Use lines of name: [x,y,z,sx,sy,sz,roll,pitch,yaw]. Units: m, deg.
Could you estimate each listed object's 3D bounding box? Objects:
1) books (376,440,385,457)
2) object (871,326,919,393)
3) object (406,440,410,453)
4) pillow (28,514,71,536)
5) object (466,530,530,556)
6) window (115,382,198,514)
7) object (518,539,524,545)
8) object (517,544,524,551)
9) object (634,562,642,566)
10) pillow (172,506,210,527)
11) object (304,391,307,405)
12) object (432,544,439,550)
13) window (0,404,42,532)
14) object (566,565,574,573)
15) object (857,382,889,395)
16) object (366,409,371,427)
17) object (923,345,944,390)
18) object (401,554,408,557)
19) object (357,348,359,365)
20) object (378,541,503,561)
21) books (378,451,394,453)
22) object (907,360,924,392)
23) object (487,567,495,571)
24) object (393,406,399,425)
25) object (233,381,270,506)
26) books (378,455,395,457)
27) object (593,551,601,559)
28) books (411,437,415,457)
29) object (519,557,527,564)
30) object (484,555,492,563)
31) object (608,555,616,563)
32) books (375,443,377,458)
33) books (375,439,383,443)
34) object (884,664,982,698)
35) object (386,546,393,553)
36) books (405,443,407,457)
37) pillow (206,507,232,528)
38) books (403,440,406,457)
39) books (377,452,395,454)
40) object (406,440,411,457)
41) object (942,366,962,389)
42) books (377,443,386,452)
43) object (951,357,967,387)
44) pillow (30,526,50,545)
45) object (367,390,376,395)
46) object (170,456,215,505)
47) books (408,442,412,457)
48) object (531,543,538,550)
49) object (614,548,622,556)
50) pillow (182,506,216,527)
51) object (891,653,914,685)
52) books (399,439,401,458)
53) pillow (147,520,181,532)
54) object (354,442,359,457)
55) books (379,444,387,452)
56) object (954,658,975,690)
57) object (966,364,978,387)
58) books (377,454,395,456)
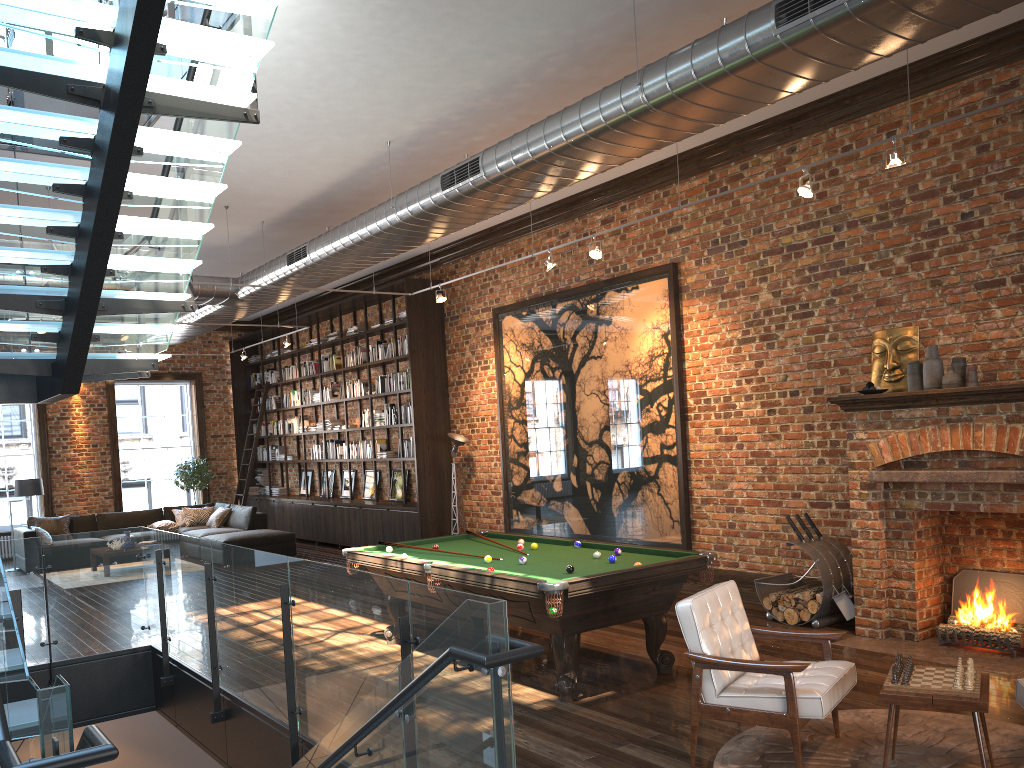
books: [-2.104,1.045,14.273,0.159,0.286,0.014,-4,2,-36]
object: [3.068,-0.182,7.149,0.124,0.536,0.409,-4,0,-36]
object: [-1.515,0.977,13.412,0.189,0.257,0.017,-3,1,-36]
pillow: [-7.604,2.376,14.582,0.699,0.440,0.305,-2,-1,-36]
object: [-0.147,1.369,7.696,0.028,0.072,1.609,-4,-3,-21]
window: [-7.137,1.322,17.743,1.516,2.757,0.155,-4,2,-36]
object: [0.078,1.361,7.629,0.057,0.057,0.057,-3,-1,9]
object: [0.067,1.343,7.293,0.057,0.057,0.057,-3,-1,19]
object: [0.845,1.223,5.943,0.057,0.057,0.057,-3,-1,-18]
pillow: [-5.716,2.392,15.912,0.702,0.338,0.270,-2,-1,-35]
object: [-3.772,0.253,16.192,0.087,0.255,0.075,-2,2,44]
object: [-0.655,1.400,7.589,0.057,0.057,0.057,-3,-1,12]
window: [-9.445,1.355,16.061,1.516,2.757,0.155,-4,2,-36]
object: [0.393,1.250,5.988,0.057,0.057,0.057,-3,-1,-31]
object: [2.809,0.034,6.904,0.237,0.105,0.237,-2,-3,-26]
object: [-2.296,0.546,14.188,0.069,0.289,0.117,-4,2,-43]
object: [3.209,-0.119,6.758,0.145,0.350,0.145,-3,1,0]
object: [-0.860,1.382,7.072,0.057,0.057,0.057,-3,-1,-38]
object: [-2.460,-0.438,14.556,0.155,0.289,0.007,-4,2,-36]
object: [-0.628,1.376,7.346,0.028,0.072,1.610,-4,-2,-44]
books: [-1.990,1.075,14.005,0.161,0.012,0.306,-1,-4,-28]
object: [3.131,-0.058,6.881,0.118,0.250,0.118,-3,1,12]
object: [-0.147,1.286,6.084,0.057,0.057,0.057,-3,-1,11]
object: [-1.771,0.476,13.475,0.069,0.289,0.117,-4,2,-43]
object: [-5.168,1.502,17.377,0.894,3.081,0.496,-4,2,-36]
books: [-1.981,1.136,14.010,0.161,0.012,0.304,-1,-4,-31]
object: [0.633,1.272,6.601,0.057,0.057,0.057,-3,-1,3]
books: [-1.428,0.940,13.294,0.172,0.308,0.049,-4,1,-36]
object: [0.082,1.298,6.522,0.057,0.057,0.057,-4,-1,24]
object: [-0.180,1.323,6.697,0.057,0.057,0.057,-3,-1,1]
object: [0.718,1.252,6.340,0.057,0.057,0.057,-3,-1,-31]
books: [-2.146,1.068,14.288,0.176,0.247,0.039,-3,1,-36]
books: [-2.142,1.042,14.323,0.149,0.301,0.013,-4,2,-36]
object: [1.957,1.375,4.118,0.389,0.029,0.387,-5,-4,29]
object: [-1.056,1.425,7.633,0.057,0.058,0.057,-3,-1,-35]
books: [-1.531,0.996,13.432,0.188,0.223,0.035,-3,1,-36]
pillow: [-5.139,2.346,15.532,0.313,0.356,0.630,-3,-2,-37]
books: [-1.582,0.982,13.514,0.171,0.267,0.037,-3,1,-36]
books: [-1.983,1.087,14.009,0.159,0.012,0.339,-1,-4,-33]
object: [-1.510,0.978,13.397,0.177,0.253,0.012,-3,1,-36]
object: [3.236,-0.044,6.526,0.136,0.169,0.136,-3,0,6]
books: [-2.089,1.071,14.255,0.141,0.229,0.032,-3,1,-36]
object: [3.344,-0.081,6.631,0.120,0.243,0.120,-3,1,-16]
pillow: [-7.512,2.423,14.169,0.243,0.305,0.575,-3,-2,-35]
object: [-2.234,0.115,14.261,0.236,0.137,0.096,-5,-1,38]
object: [-6.291,2.342,17.532,0.810,1.867,0.801,-4,1,-28]
books: [-1.485,0.988,13.386,0.157,0.230,0.036,-3,1,-36]
object: [0.183,1.337,7.306,0.057,0.057,0.057,-3,-1,-36]
object: [0.801,1.268,6.703,0.057,0.057,0.057,-3,-1,-14]
pillow: [-5.552,2.351,15.809,0.610,0.362,0.288,-2,-1,-32]
object: [1.841,1.323,4.179,0.076,0.101,0.334,-3,-3,29]
books: [-1.660,0.983,13.611,0.172,0.284,0.066,-3,1,-36]
pillow: [-6.052,2.478,15.407,0.408,0.204,0.612,-1,-3,-38]
object: [-2.574,1.108,14.887,0.166,0.283,0.015,-3,1,-36]
books: [-2.067,1.078,14.229,0.136,0.211,0.036,-3,1,-36]
object: [2.067,1.303,4.054,0.076,0.101,0.334,-3,-3,29]
object: [3.370,-0.057,6.503,0.082,0.179,0.081,-3,1,6]
books: [-1.983,1.124,14.008,0.159,0.012,0.338,-1,-4,-34]
